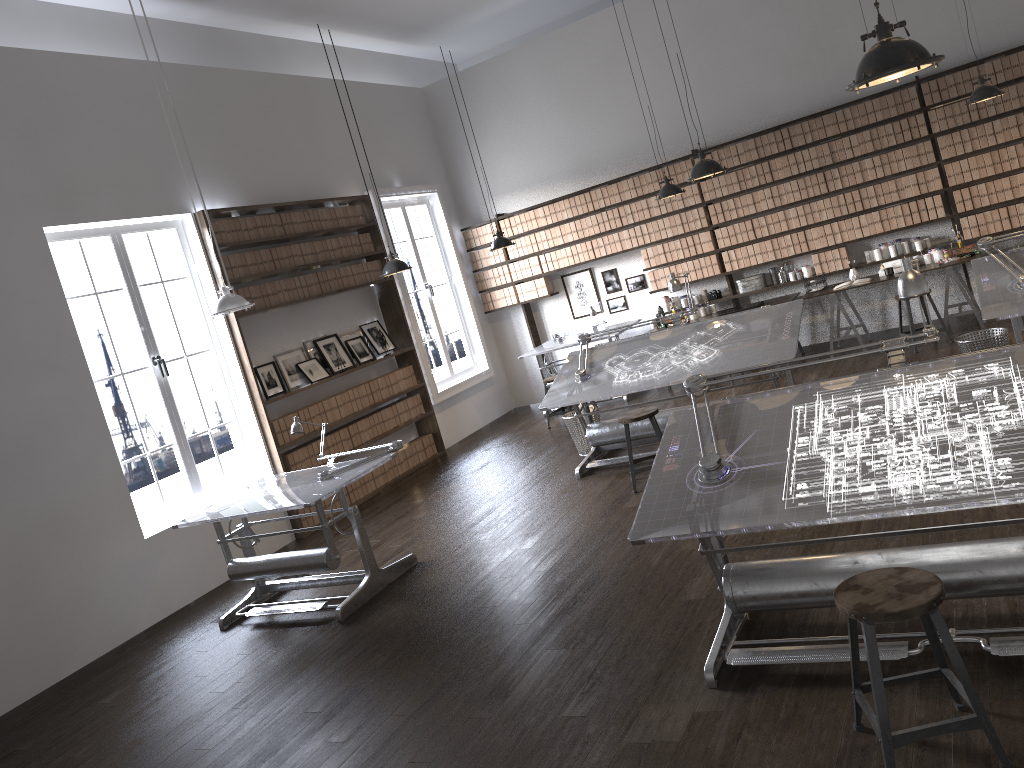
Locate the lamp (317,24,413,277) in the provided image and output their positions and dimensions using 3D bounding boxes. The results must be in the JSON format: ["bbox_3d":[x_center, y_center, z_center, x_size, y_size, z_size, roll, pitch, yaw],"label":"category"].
[{"bbox_3d":[-1.332,-2.053,7.732,0.310,2.244,0.314,-16,4,9],"label":"lamp"}]

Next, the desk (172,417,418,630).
[{"bbox_3d":[-1.412,0.847,6.070,1.262,1.184,1.182,-13,6,29],"label":"desk"}]

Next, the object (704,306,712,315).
[{"bbox_3d":[2.202,-0.825,9.940,0.063,0.093,0.063,-17,5,-12],"label":"object"}]

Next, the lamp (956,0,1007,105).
[{"bbox_3d":[3.616,-3.431,7.262,0.315,2.244,0.309,-19,5,-36],"label":"lamp"}]

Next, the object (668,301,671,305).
[{"bbox_3d":[1.824,-0.868,10.061,0.071,0.185,0.008,-14,5,30],"label":"object"}]

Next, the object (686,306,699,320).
[{"bbox_3d":[2.031,-0.798,9.968,0.104,0.141,0.105,-14,6,21],"label":"object"}]

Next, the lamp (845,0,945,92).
[{"bbox_3d":[0.954,-2.093,2.852,0.310,2.244,0.314,-16,4,9],"label":"lamp"}]

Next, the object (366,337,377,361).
[{"bbox_3d":[-1.489,-0.367,9.323,0.040,0.259,0.125,-14,5,29],"label":"object"}]

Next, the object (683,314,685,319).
[{"bbox_3d":[1.971,-0.763,10.036,0.060,0.088,0.060,-14,6,25],"label":"object"}]

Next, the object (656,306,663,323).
[{"bbox_3d":[1.692,-0.776,10.140,0.069,0.236,0.068,-14,5,26],"label":"object"}]

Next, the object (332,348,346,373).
[{"bbox_3d":[-1.735,-0.232,8.811,0.040,0.259,0.176,-14,6,29],"label":"object"}]

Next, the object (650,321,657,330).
[{"bbox_3d":[1.613,-0.680,10.104,0.068,0.104,0.069,-13,6,33],"label":"object"}]

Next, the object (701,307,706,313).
[{"bbox_3d":[2.164,-0.819,9.983,0.044,0.101,0.045,-14,5,29],"label":"object"}]

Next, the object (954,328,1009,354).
[{"bbox_3d":[3.422,-0.175,6.375,0.356,0.376,0.351,-21,7,-39],"label":"object"}]

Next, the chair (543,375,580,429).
[{"bbox_3d":[0.559,0.173,9.605,0.369,0.526,0.362,-12,6,37],"label":"chair"}]

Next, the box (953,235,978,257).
[{"bbox_3d":[4.395,-1.353,8.614,0.211,0.206,0.139,-13,6,29],"label":"box"}]

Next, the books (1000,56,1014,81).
[{"bbox_3d":[4.698,-2.987,8.405,0.066,0.225,0.176,-14,6,29],"label":"books"}]

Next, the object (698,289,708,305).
[{"bbox_3d":[2.216,-0.993,10.145,0.107,0.161,0.236,-17,6,-5],"label":"object"}]

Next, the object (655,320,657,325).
[{"bbox_3d":[1.640,-0.696,10.177,0.069,0.103,0.070,-14,6,25],"label":"object"}]

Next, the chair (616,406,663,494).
[{"bbox_3d":[0.975,0.461,6.411,0.358,0.526,0.374,-16,5,7],"label":"chair"}]

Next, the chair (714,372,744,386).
[{"bbox_3d":[2.148,-0.245,9.263,0.369,0.526,0.362,-12,6,37],"label":"chair"}]

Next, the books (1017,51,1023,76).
[{"bbox_3d":[4.816,-3.012,8.337,0.066,0.225,0.176,-14,6,29],"label":"books"}]

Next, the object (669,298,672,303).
[{"bbox_3d":[1.858,-0.938,10.358,0.050,0.139,0.051,-14,5,27],"label":"object"}]

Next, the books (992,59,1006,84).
[{"bbox_3d":[4.637,-2.973,8.436,0.066,0.225,0.176,-14,6,29],"label":"books"}]

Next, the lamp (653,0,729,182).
[{"bbox_3d":[1.108,-2.587,6.359,0.315,2.244,0.309,-20,6,-40],"label":"lamp"}]

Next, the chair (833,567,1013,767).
[{"bbox_3d":[1.205,0.870,2.694,0.358,0.526,0.374,-16,5,7],"label":"chair"}]

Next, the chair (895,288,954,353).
[{"bbox_3d":[3.799,-0.596,8.256,0.371,0.526,0.360,-16,5,2],"label":"chair"}]

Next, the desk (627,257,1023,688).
[{"bbox_3d":[1.544,0.225,3.412,2.058,1.381,1.087,-13,6,29],"label":"desk"}]

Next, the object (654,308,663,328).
[{"bbox_3d":[1.661,-0.755,10.078,0.069,0.229,0.068,-14,5,26],"label":"object"}]

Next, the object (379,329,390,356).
[{"bbox_3d":[-1.390,-0.448,9.546,0.040,0.303,0.119,-14,5,29],"label":"object"}]

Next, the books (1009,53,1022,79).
[{"bbox_3d":[4.759,-3.000,8.373,0.066,0.225,0.176,-14,6,29],"label":"books"}]

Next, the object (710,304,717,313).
[{"bbox_3d":[2.263,-0.845,9.960,0.062,0.094,0.062,-17,5,-12],"label":"object"}]

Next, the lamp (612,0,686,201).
[{"bbox_3d":[1.243,-2.913,8.597,0.310,2.244,0.314,-16,4,9],"label":"lamp"}]

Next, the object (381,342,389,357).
[{"bbox_3d":[-1.367,-0.374,9.481,0.040,0.165,0.067,-14,5,29],"label":"object"}]

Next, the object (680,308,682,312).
[{"bbox_3d":[1.938,-0.789,10.042,0.032,0.147,0.005,-14,5,30],"label":"object"}]

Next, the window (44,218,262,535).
[{"bbox_3d":[-2.874,-0.110,7.191,0.152,2.488,1.496,-14,5,29],"label":"window"}]

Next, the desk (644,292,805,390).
[{"bbox_3d":[2.364,-0.445,9.735,1.660,0.667,0.662,-13,7,29],"label":"desk"}]

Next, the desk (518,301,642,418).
[{"bbox_3d":[0.898,-0.341,10.476,1.262,1.094,1.081,-13,6,29],"label":"desk"}]

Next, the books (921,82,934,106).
[{"bbox_3d":[4.101,-2.856,8.743,0.066,0.225,0.176,-14,6,29],"label":"books"}]

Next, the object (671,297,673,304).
[{"bbox_3d":[1.830,-0.880,10.044,0.007,0.213,0.055,-18,5,-25],"label":"object"}]

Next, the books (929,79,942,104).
[{"bbox_3d":[4.162,-2.869,8.702,0.066,0.225,0.176,-14,6,29],"label":"books"}]

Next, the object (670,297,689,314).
[{"bbox_3d":[1.939,-0.887,10.146,0.348,0.145,0.076,-21,7,-38],"label":"object"}]

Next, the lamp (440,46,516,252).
[{"bbox_3d":[-0.418,-2.549,9.526,0.310,2.244,0.314,-16,4,9],"label":"lamp"}]

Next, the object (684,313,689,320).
[{"bbox_3d":[1.961,-0.763,9.967,0.049,0.111,0.049,-14,5,26],"label":"object"}]

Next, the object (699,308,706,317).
[{"bbox_3d":[2.136,-0.804,9.928,0.062,0.094,0.062,-18,5,-21],"label":"object"}]

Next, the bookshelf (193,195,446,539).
[{"bbox_3d":[-1.782,0.018,8.936,0.410,3.709,2.497,-14,6,29],"label":"bookshelf"}]

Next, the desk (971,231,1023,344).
[{"bbox_3d":[4.076,-0.788,5.570,2.058,1.381,1.087,-13,6,29],"label":"desk"}]

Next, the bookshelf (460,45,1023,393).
[{"bbox_3d":[3.765,-1.378,9.344,9.130,3.195,0.377,-13,6,29],"label":"bookshelf"}]

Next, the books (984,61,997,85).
[{"bbox_3d":[4.576,-2.960,8.472,0.066,0.225,0.176,-14,6,29],"label":"books"}]

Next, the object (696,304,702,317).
[{"bbox_3d":[2.121,-0.827,10.039,0.094,0.127,0.095,-13,6,33],"label":"object"}]

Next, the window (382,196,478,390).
[{"bbox_3d":[-1.015,-1.095,10.600,0.152,2.301,1.256,-14,5,29],"label":"window"}]

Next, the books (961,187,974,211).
[{"bbox_3d":[4.505,-1.829,8.761,0.066,0.225,0.176,-14,6,29],"label":"books"}]

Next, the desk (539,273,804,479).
[{"bbox_3d":[1.220,-0.163,7.177,2.268,1.381,1.087,-13,6,29],"label":"desk"}]

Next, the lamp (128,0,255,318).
[{"bbox_3d":[-2.223,-1.568,5.966,0.310,2.244,0.314,-16,4,9],"label":"lamp"}]

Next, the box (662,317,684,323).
[{"bbox_3d":[1.834,-0.730,10.069,0.211,0.083,0.139,-13,7,29],"label":"box"}]

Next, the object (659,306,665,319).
[{"bbox_3d":[1.730,-0.792,10.215,0.069,0.229,0.068,-14,5,26],"label":"object"}]

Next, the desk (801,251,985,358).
[{"bbox_3d":[3.867,-0.773,8.889,1.660,0.667,0.662,-13,7,29],"label":"desk"}]

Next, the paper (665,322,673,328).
[{"bbox_3d":[1.787,-0.671,9.929,0.154,0.038,0.138,-14,7,14],"label":"paper"}]

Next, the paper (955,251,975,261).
[{"bbox_3d":[4.338,-1.229,8.493,0.154,0.038,0.139,-10,9,44],"label":"paper"}]

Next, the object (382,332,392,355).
[{"bbox_3d":[-1.377,-0.439,9.622,0.040,0.261,0.111,-14,5,29],"label":"object"}]
